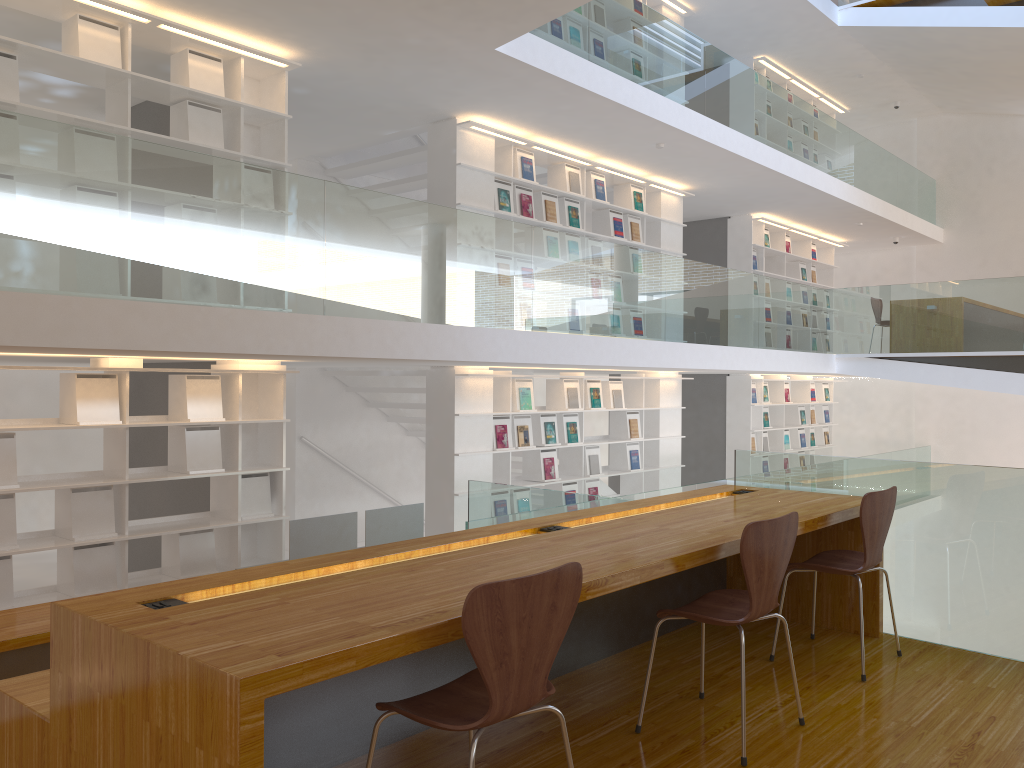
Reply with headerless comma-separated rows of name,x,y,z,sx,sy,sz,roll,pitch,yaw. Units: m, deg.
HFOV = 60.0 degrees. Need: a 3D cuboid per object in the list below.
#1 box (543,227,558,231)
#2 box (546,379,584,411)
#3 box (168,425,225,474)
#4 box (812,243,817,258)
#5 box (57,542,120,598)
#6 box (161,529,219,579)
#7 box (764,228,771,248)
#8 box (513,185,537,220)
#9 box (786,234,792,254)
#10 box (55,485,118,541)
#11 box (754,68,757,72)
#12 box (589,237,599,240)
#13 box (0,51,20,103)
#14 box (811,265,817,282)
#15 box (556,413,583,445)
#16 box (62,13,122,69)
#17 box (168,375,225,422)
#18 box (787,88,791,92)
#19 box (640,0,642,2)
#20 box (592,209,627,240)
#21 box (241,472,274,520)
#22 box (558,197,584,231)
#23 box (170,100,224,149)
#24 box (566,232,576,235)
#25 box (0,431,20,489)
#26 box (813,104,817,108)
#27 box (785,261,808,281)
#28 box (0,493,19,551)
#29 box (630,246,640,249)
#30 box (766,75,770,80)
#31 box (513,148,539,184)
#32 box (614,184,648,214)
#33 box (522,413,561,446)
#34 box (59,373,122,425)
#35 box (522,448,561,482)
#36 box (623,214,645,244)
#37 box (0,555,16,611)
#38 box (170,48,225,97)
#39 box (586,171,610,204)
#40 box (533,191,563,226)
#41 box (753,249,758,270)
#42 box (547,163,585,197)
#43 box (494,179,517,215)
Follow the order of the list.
box,0.292,-1.301,8.322,0.274,0.296,0.245,0,0,41
box,0.512,0.103,8.589,0.274,0.296,0.245,0,0,41
box,-2.041,0.417,5.736,0.274,0.296,0.245,0,0,41
box,4.374,-1.936,13.131,0.274,0.296,0.245,0,0,41
box,-2.493,1.072,5.219,0.274,0.296,0.245,0,0,41
box,-2.071,1.074,5.707,0.274,0.296,0.245,0,0,41
box,3.327,-1.942,11.921,0.274,0.296,0.245,0,0,41
box,0.049,-1.631,8.058,0.274,0.296,0.245,0,0,41
box,3.772,-1.941,12.432,0.274,0.296,0.245,0,0,41
box,-2.500,0.743,5.208,0.274,0.296,0.245,0,0,41
box,3.081,-3.990,11.618,0.274,0.296,0.245,0,0,41
box,0.755,-1.299,8.858,0.274,0.296,0.245,0,0,41
box,-2.836,-1.647,4.799,0.274,0.296,0.245,0,0,41
box,4.371,-1.608,13.131,0.274,0.296,0.245,0,0,41
box,0.505,0.432,8.584,0.274,0.296,0.245,0,0,41
box,-2.466,-1.975,5.221,0.274,0.296,0.245,0,0,41
box,-2.038,0.089,5.737,0.274,0.296,0.245,0,0,41
box,3.786,-3.988,12.430,0.274,0.296,0.245,0,0,41
box,1.241,-4.000,9.396,0.274,0.296,0.245,0,0,41
box,1.008,-1.629,9.147,0.274,0.296,0.245,0,0,41
box,-1.797,0.747,6.020,0.274,0.296,0.245,0,0,41
box,0.519,-1.629,8.582,0.274,0.296,0.245,0,0,41
box,-2.027,-1.644,5.734,0.274,0.296,0.245,0,0,41
box,0.514,-1.300,8.579,0.274,0.296,0.245,0,0,41
box,-2.850,0.413,4.801,0.274,0.296,0.245,0,0,41
box,4.387,-3.983,13.129,0.274,0.296,0.245,0,0,41
box,4.135,-1.609,12.857,0.274,0.296,0.245,0,0,41
box,-2.852,0.741,4.801,0.274,0.296,0.245,0,0,41
box,1.229,-1.296,9.405,0.274,0.296,0.245,0,0,41
box,3.340,-3.989,11.919,0.274,0.296,0.245,0,0,41
box,0.061,-1.960,8.050,0.274,0.296,0.245,0,0,41
box,1.264,-1.954,9.441,0.274,0.296,0.245,0,0,41
box,0.279,0.424,8.322,0.274,0.296,0.245,0,0,41
box,-2.480,0.085,5.223,0.274,0.296,0.245,0,0,41
box,0.281,0.752,8.327,0.274,0.296,0.245,0,0,41
box,1.230,-1.625,9.404,0.274,0.296,0.245,0,0,41
box,-2.863,1.070,4.792,0.274,0.296,0.245,0,0,41
box,-2.024,-1.972,5.735,0.274,0.296,0.245,0,0,41
box,0.799,-1.956,8.903,0.274,0.296,0.245,0,0,41
box,0.293,-1.630,8.321,0.274,0.296,0.245,0,0,41
box,3.076,-1.615,11.633,0.274,0.296,0.245,0,0,41
box,0.526,-1.957,8.587,0.274,0.296,0.245,0,0,41
box,-0.140,-1.633,7.820,0.274,0.296,0.245,0,0,41
